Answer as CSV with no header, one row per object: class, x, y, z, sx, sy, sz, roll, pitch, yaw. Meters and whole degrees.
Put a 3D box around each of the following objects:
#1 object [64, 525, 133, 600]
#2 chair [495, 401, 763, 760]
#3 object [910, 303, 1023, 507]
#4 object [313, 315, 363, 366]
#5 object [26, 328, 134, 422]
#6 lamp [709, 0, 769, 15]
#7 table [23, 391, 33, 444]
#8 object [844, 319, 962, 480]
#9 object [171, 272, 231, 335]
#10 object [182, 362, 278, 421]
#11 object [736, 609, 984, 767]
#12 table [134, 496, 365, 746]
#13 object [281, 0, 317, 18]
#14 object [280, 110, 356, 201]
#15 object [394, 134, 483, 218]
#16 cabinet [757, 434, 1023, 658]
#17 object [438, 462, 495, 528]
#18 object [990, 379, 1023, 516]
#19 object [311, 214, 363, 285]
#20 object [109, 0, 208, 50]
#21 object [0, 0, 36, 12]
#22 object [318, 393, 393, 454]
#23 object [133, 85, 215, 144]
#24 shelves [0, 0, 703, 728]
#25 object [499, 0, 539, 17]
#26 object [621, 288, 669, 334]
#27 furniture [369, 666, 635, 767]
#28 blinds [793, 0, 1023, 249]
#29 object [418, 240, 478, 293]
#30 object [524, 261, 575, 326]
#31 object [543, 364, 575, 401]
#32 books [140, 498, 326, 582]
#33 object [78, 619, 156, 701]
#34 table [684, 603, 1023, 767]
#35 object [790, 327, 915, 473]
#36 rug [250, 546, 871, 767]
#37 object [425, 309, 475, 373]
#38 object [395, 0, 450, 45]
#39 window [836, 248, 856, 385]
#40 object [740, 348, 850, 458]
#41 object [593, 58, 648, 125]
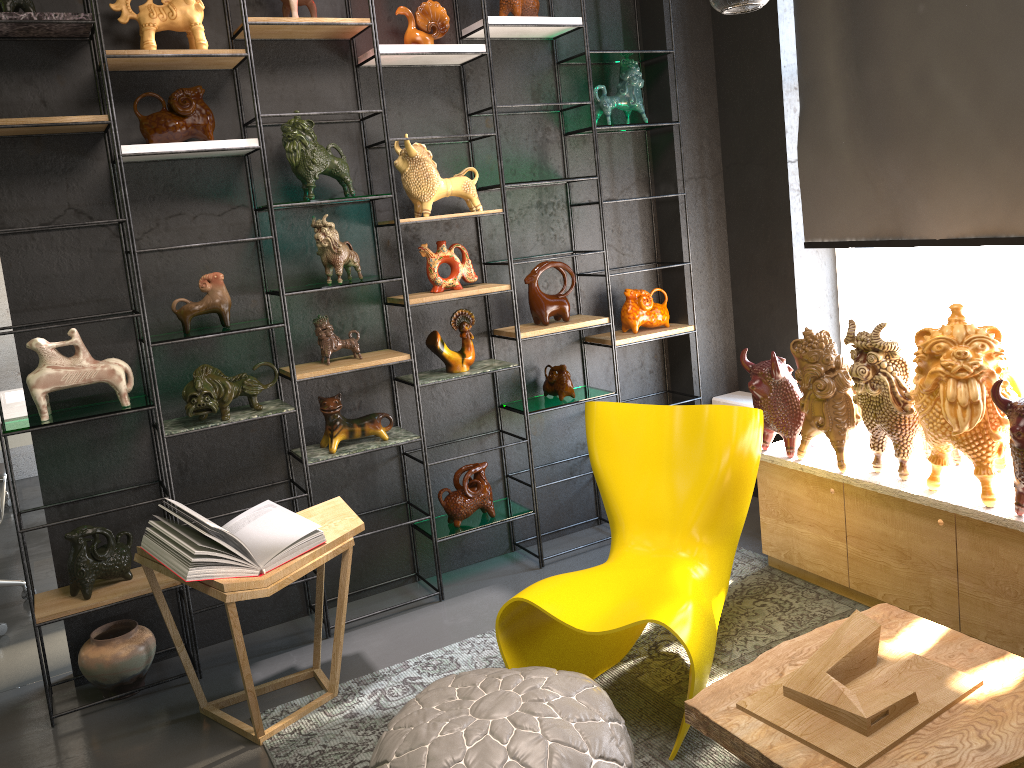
object,-1.508,0.626,3.254,0.126,0.247,0.256,-1,10,32
chair,0.488,0.533,3.058,0.658,0.888,1.081,-1,11,32
object,1.527,0.043,2.904,0.471,0.649,0.309,-10,9,-23
object,-0.713,-0.190,3.626,0.184,0.208,0.096,-10,9,-25
object,-1.544,-0.051,3.160,0.342,0.301,0.165,-10,9,-23
lamp,-0.537,-1.645,1.036,2.672,2.251,2.878,-3,10,16
table,-1.769,-0.047,5.610,4.092,0.119,1.391,-12,12,-28
object,1.388,0.036,3.194,0.433,0.574,0.272,-12,10,-34
object,-1.173,-0.306,3.348,0.214,0.218,0.119,-15,12,-43
object,-1.106,0.017,3.393,0.191,0.218,0.407,-1,11,31
object,0.875,0.726,2.235,0.523,0.135,0.352,-13,13,-32
table,-0.828,0.819,3.001,0.737,0.613,0.499,-11,10,-27
object,-0.844,-1.531,3.445,0.164,0.264,0.240,-1,10,33
object,-0.779,-0.907,3.515,0.256,0.353,0.168,-10,9,-23
object,-0.318,-0.887,3.763,0.371,0.348,0.176,-10,9,-23
cabinet,1.835,0.664,2.606,0.406,0.524,2.745,-10,12,-27
object,-0.208,0.490,3.914,0.255,0.247,0.127,-11,9,-28
object,1.670,0.179,2.664,0.464,0.437,0.220,-10,9,-23
object,-0.713,-0.541,3.551,0.131,0.277,0.210,-3,9,20
object,-1.266,-1.379,3.231,0.378,0.359,0.170,-12,10,-32
object,-1.749,-1.356,3.024,0.253,0.247,0.127,1,10,37
object,-0.638,0.136,3.650,0.310,0.233,0.156,-10,9,-24
object,-1.243,-0.987,3.264,0.279,0.220,0.139,-11,10,-28
shelves,-0.562,-1.005,3.650,3.008,3.872,0.275,-11,8,-28
object,0.035,-1.724,3.915,0.126,0.247,0.256,-1,10,32
object,0.656,-0.372,4.349,0.279,0.220,0.139,-11,10,-27
furniture,-0.029,0.994,2.276,0.682,0.379,0.683,-11,11,-27
blinds,0.123,-1.636,5.124,3.526,3.275,12.839,-7,11,-7
object,-0.275,-0.514,3.843,0.269,0.221,0.060,-11,9,-27
object,0.171,-0.421,4.079,0.250,0.287,0.115,-11,9,-28
object,0.211,-0.017,4.154,0.105,0.167,0.212,-10,10,-28
books,-0.940,0.487,2.966,0.486,0.230,0.401,-15,13,-40
object,-1.457,1.024,3.280,0.267,0.237,0.266,-11,11,-27
table,0.959,0.937,2.265,0.833,0.306,0.698,-12,12,-28
object,1.312,0.030,3.404,0.477,0.540,0.251,-9,8,-20
rug,0.921,1.155,1.945,2.201,0.010,3.616,-12,12,-27
object,-0.253,-0.188,3.859,0.228,0.268,0.124,-11,9,-28
object,-0.369,-1.506,3.712,0.234,0.208,0.108,-8,8,-11
window,2.048,-1.362,3.195,0.051,3.137,2.320,-10,9,-27
object,1.157,0.047,3.602,0.464,0.437,0.220,-10,9,-23
object,0.507,-1.391,4.210,0.291,0.329,0.152,-12,10,-35
